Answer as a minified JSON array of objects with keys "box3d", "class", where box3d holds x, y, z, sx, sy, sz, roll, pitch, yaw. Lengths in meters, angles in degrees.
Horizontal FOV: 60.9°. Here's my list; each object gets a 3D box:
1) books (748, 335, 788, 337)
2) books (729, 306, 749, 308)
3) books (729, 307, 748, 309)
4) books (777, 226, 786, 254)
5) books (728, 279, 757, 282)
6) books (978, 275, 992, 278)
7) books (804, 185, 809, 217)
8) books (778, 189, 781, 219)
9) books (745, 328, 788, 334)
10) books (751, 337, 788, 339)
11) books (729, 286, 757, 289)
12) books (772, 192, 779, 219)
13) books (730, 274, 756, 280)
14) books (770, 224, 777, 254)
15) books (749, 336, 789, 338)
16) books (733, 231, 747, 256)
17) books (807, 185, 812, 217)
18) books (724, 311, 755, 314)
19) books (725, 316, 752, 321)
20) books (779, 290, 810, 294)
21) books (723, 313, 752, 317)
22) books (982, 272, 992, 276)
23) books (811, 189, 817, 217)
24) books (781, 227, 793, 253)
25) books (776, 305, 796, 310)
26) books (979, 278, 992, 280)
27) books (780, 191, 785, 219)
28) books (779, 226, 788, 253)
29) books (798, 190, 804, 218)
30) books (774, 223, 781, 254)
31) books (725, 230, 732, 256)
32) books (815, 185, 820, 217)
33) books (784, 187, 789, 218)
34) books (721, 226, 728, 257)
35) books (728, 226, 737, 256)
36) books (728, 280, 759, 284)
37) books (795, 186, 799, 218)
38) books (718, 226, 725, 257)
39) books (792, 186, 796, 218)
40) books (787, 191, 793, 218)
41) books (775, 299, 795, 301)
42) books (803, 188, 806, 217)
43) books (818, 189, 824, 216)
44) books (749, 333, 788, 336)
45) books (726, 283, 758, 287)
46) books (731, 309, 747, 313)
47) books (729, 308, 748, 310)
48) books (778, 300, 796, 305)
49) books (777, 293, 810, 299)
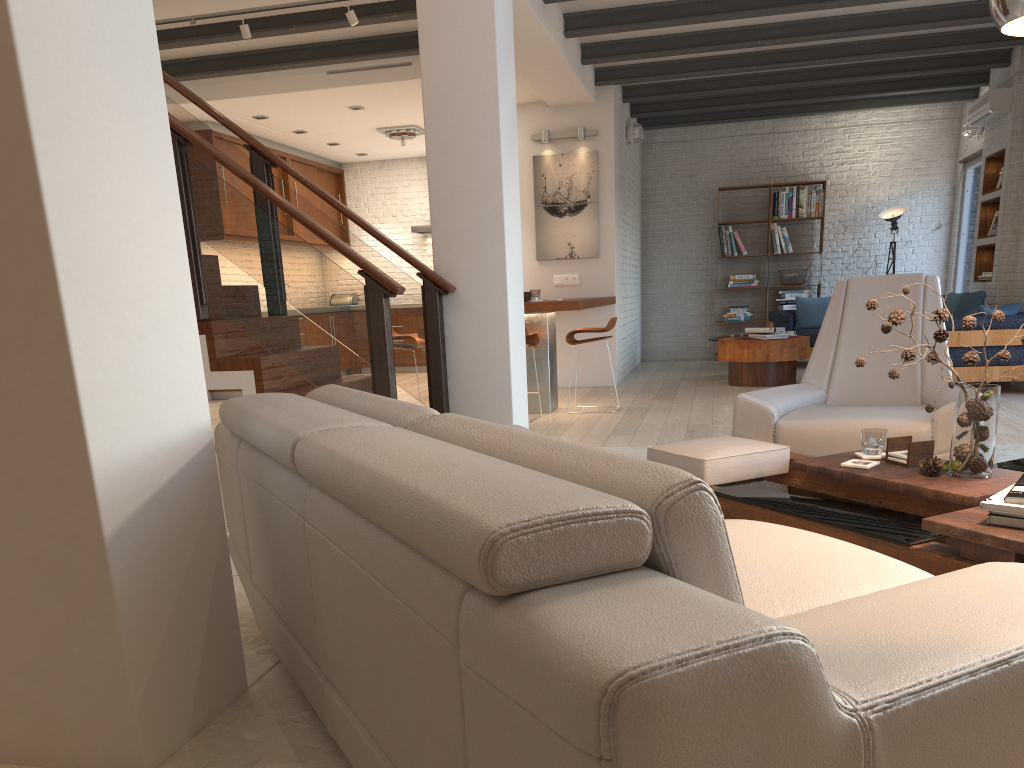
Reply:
[{"box3d":[2.568,-0.487,8.743,0.251,0.011,0.309,-4,6,-17],"class":"books"},{"box3d":[3.049,-1.037,11.712,0.252,0.018,0.156,-1,6,13],"class":"books"},{"box3d":[3.051,-1.025,11.728,0.242,0.008,0.151,-1,6,13],"class":"books"},{"box3d":[3.505,-1.875,11.371,0.124,0.362,0.261,1,13,13],"class":"books"},{"box3d":[3.070,-1.384,11.610,0.356,0.021,0.263,-1,6,12],"class":"books"},{"box3d":[4.998,-1.126,9.117,0.171,0.019,0.228,-1,6,15],"class":"books"},{"box3d":[3.772,-2.332,11.195,0.036,0.398,0.234,1,13,13],"class":"books"},{"box3d":[3.449,-2.311,11.269,0.021,0.373,0.261,1,13,13],"class":"books"},{"box3d":[2.570,-0.519,8.805,0.267,0.113,0.317,-10,10,-44],"class":"books"},{"box3d":[2.578,-0.466,8.749,0.252,0.011,0.308,-3,6,-7],"class":"books"},{"box3d":[3.073,-1.289,11.629,0.355,0.021,0.263,-1,6,13],"class":"books"},{"box3d":[3.412,-2.296,11.282,0.055,0.342,0.245,1,13,13],"class":"books"},{"box3d":[3.076,-1.422,11.595,0.326,0.058,0.246,-1,7,15],"class":"books"},{"box3d":[3.419,-1.892,11.399,0.101,0.398,0.234,1,13,13],"class":"books"},{"box3d":[2.578,-0.479,8.761,0.251,0.011,0.309,-4,6,-17],"class":"books"},{"box3d":[3.008,-1.853,11.508,0.195,0.331,0.245,1,12,13],"class":"books"},{"box3d":[3.805,-2.331,11.174,0.036,0.398,0.234,1,13,13],"class":"books"},{"box3d":[3.049,-0.957,11.724,0.380,0.019,0.236,-2,6,6],"class":"books"},{"box3d":[3.057,-0.883,11.745,0.326,0.058,0.247,0,7,23],"class":"books"},{"box3d":[3.717,-1.216,11.510,0.379,0.038,0.236,-1,6,13],"class":"books"},{"box3d":[3.037,-0.930,11.745,0.379,0.038,0.236,-1,6,13],"class":"books"},{"box3d":[5.000,-1.153,9.116,0.132,0.035,0.199,0,7,23],"class":"books"},{"box3d":[3.850,-2.304,11.166,0.055,0.342,0.245,1,13,13],"class":"books"},{"box3d":[3.573,-1.867,11.353,0.158,0.342,0.245,1,13,13],"class":"books"},{"box3d":[3.729,-1.021,11.548,0.379,0.067,0.236,-3,7,0],"class":"books"},{"box3d":[4.995,-1.100,9.138,0.162,0.018,0.244,0,6,23],"class":"books"},{"box3d":[3.483,-2.296,11.248,0.055,0.342,0.245,1,13,13],"class":"books"},{"box3d":[3.528,-1.877,11.374,0.124,0.362,0.261,1,13,13],"class":"books"},{"box3d":[3.701,-2.300,11.191,0.055,0.342,0.245,1,13,13],"class":"books"},{"box3d":[3.450,-1.890,11.369,0.103,0.398,0.234,1,13,13],"class":"books"},{"box3d":[2.865,-1.859,11.547,0.102,0.347,0.245,1,13,13],"class":"books"},{"box3d":[3.897,-2.333,11.153,0.036,0.398,0.234,1,13,13],"class":"books"},{"box3d":[3.529,-2.325,11.233,0.036,0.398,0.234,1,13,13],"class":"books"},{"box3d":[2.810,-1.881,11.533,0.091,0.399,0.234,1,13,13],"class":"books"},{"box3d":[2.911,-1.880,11.498,0.121,0.396,0.234,1,13,13],"class":"books"},{"box3d":[3.069,-1.353,11.598,0.380,0.038,0.236,-2,6,7],"class":"books"},{"box3d":[3.657,-2.328,11.208,0.036,0.398,0.234,1,13,13],"class":"books"},{"box3d":[2.771,-1.879,11.534,0.091,0.399,0.234,1,13,13],"class":"books"},{"box3d":[3.619,-2.326,11.207,0.036,0.398,0.234,1,13,13],"class":"books"},{"box3d":[3.579,-2.299,11.244,0.055,0.342,0.245,1,13,13],"class":"books"},{"box3d":[3.715,-1.120,11.524,0.444,0.021,0.263,-1,6,13],"class":"books"},{"box3d":[3.741,-2.316,11.192,0.021,0.373,0.261,1,13,13],"class":"books"},{"box3d":[3.949,-2.308,11.165,0.055,0.342,0.245,1,13,13],"class":"books"},{"box3d":[2.565,-0.497,8.732,0.252,0.011,0.308,-4,6,-12],"class":"books"},{"box3d":[3.062,-1.316,11.617,0.380,0.038,0.236,-2,6,8],"class":"books"},{"box3d":[3.051,-0.985,11.739,0.206,0.035,0.128,-1,7,13],"class":"books"},{"box3d":[3.046,-1.012,11.740,0.236,0.019,0.165,-2,6,6],"class":"books"},{"box3d":[3.697,-1.080,11.527,0.326,0.058,0.246,-2,6,8],"class":"books"},{"box3d":[3.725,-1.165,11.528,0.380,0.067,0.236,-2,7,7],"class":"books"}]
